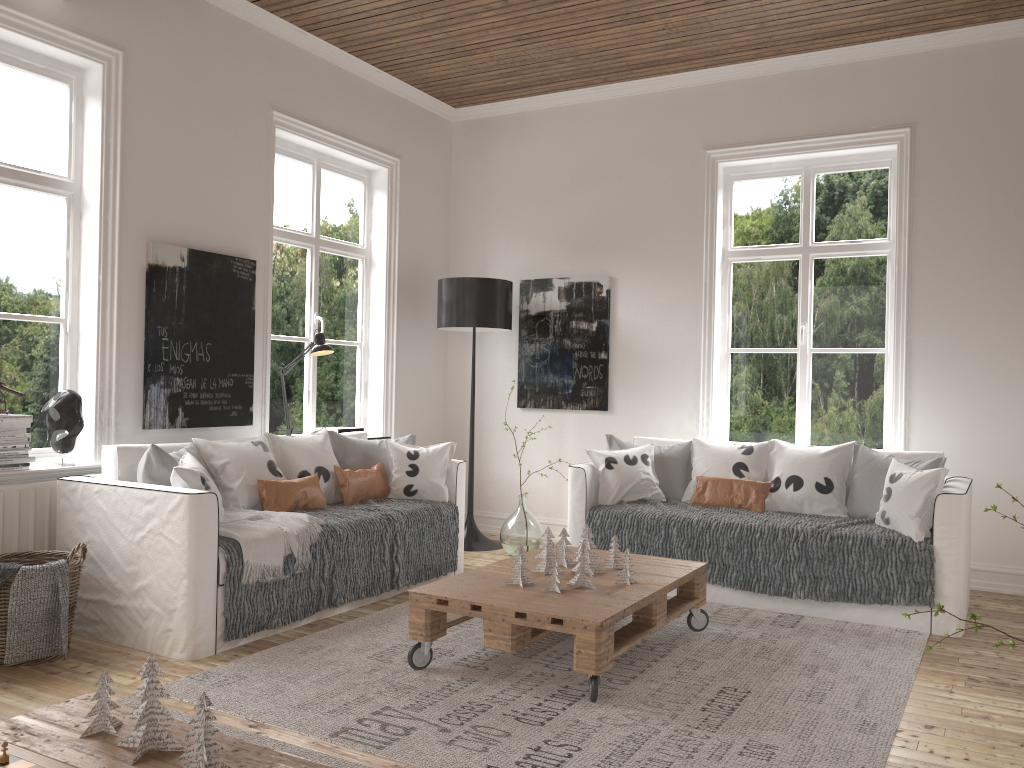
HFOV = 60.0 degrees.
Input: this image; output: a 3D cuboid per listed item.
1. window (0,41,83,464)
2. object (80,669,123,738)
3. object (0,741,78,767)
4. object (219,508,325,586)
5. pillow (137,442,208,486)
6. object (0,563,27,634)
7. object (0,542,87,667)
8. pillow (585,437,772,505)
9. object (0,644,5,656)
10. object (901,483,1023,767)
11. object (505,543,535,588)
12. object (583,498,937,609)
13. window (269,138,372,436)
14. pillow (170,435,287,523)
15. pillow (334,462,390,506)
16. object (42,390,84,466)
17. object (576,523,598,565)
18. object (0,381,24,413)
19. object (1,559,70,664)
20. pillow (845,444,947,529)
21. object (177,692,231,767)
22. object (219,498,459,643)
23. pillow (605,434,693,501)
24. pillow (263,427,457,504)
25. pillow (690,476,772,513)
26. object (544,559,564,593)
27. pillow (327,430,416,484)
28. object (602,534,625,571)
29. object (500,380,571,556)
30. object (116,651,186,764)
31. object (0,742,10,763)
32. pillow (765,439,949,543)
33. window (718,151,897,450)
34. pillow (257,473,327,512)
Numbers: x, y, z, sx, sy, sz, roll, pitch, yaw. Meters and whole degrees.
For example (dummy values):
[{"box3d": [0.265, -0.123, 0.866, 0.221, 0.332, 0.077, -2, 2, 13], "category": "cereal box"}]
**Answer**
[{"box3d": [-2.294, -0.553, 3.719, 0.120, 1.872, 1.055, 1, 0, 29], "category": "window"}, {"box3d": [-0.886, 0.684, 1.925, 0.079, 0.137, 0.075, 1, 0, -12], "category": "object"}, {"box3d": [-0.947, 0.736, 1.503, 0.429, 0.036, 0.429, 1, 0, 29], "category": "object"}, {"box3d": [-1.180, 0.672, 3.946, 0.729, 0.255, 0.588, 1, 0, 33], "category": "object"}, {"box3d": [-1.468, 0.457, 3.866, 0.282, 0.431, 0.541, 1, 0, 3], "category": "pillow"}, {"box3d": [-1.877, 0.813, 3.317, 0.303, 0.332, 0.367, 1, 0, 20], "category": "object"}, {"box3d": [-1.852, 0.819, 3.384, 0.393, 0.432, 0.393, 1, 0, -39], "category": "object"}, {"box3d": [0.920, 0.511, 4.943, 1.020, 0.414, 0.417, 1, 0, 11], "category": "pillow"}, {"box3d": [-1.856, 0.931, 3.389, 0.280, 0.186, 0.291, 1, 0, 15], "category": "object"}, {"box3d": [1.155, 0.551, 1.985, 0.515, 1.117, 0.275, 1, 0, -4], "category": "object"}, {"box3d": [0.034, 0.694, 3.426, 0.093, 0.161, 0.088, 1, 0, 39], "category": "object"}, {"box3d": [1.276, 0.821, 4.612, 1.704, 0.390, 0.656, 1, 0, 30], "category": "object"}, {"box3d": [-1.233, -0.528, 5.608, 0.120, 1.872, 1.055, 1, 0, 29], "category": "window"}, {"box3d": [-1.302, 0.461, 3.992, 0.417, 0.414, 1.020, 1, 0, 11], "category": "pillow"}, {"box3d": [-0.790, 0.537, 4.737, 0.117, 0.235, 0.414, 1, 0, 29], "category": "pillow"}, {"box3d": [-2.010, 0.194, 3.969, 0.171, 0.340, 0.177, 1, 0, -25], "category": "object"}, {"box3d": [0.323, 0.693, 3.871, 0.090, 0.176, 0.090, 1, 0, -9], "category": "object"}, {"box3d": [-2.151, 0.040, 3.713, 0.177, 0.161, 0.092, 1, 0, -3], "category": "object"}, {"box3d": [-1.827, 0.832, 3.347, 0.290, 0.356, 0.349, 1, 0, -32], "category": "object"}, {"box3d": [1.921, 0.535, 4.437, 0.292, 0.437, 0.546, 1, 0, -27], "category": "pillow"}, {"box3d": [-0.602, 0.678, 1.727, 0.082, 0.160, 0.082, 1, 0, 18], "category": "object"}, {"box3d": [-0.959, 0.813, 4.326, 0.651, 0.423, 1.680, 1, 0, 30], "category": "object"}, {"box3d": [0.794, 0.508, 5.110, 0.541, 0.431, 0.282, 1, 0, 3], "category": "pillow"}, {"box3d": [-0.821, 0.465, 4.794, 1.081, 0.450, 0.403, 1, 0, -37], "category": "pillow"}, {"box3d": [1.164, 0.594, 4.735, 0.420, 0.179, 0.127, 1, 0, 31], "category": "pillow"}, {"box3d": [0.158, 0.715, 3.331, 0.068, 0.124, 0.072, 1, 0, 14], "category": "object"}, {"box3d": [-0.796, 0.476, 4.993, 0.546, 0.437, 0.292, 1, 0, -27], "category": "pillow"}, {"box3d": [0.436, 0.710, 3.765, 0.075, 0.147, 0.075, 1, 0, -29], "category": "object"}, {"box3d": [0.156, 0.533, 5.678, 0.515, 1.117, 0.275, 1, 0, -44], "category": "object"}, {"box3d": [-0.742, 0.654, 1.835, 0.111, 0.204, 0.118, 1, 0, -37], "category": "object"}, {"box3d": [-0.966, 0.699, 1.688, 0.017, 0.037, 0.017, 1, 0, -41], "category": "object"}, {"box3d": [1.723, 0.520, 4.462, 0.403, 0.450, 1.081, 1, 0, -37], "category": "pillow"}, {"box3d": [1.818, -0.461, 5.517, 1.055, 1.872, 0.120, 1, 0, 29], "category": "window"}, {"box3d": [-1.060, 0.555, 4.309, 0.116, 0.220, 0.414, 1, 0, 30], "category": "pillow"}]
